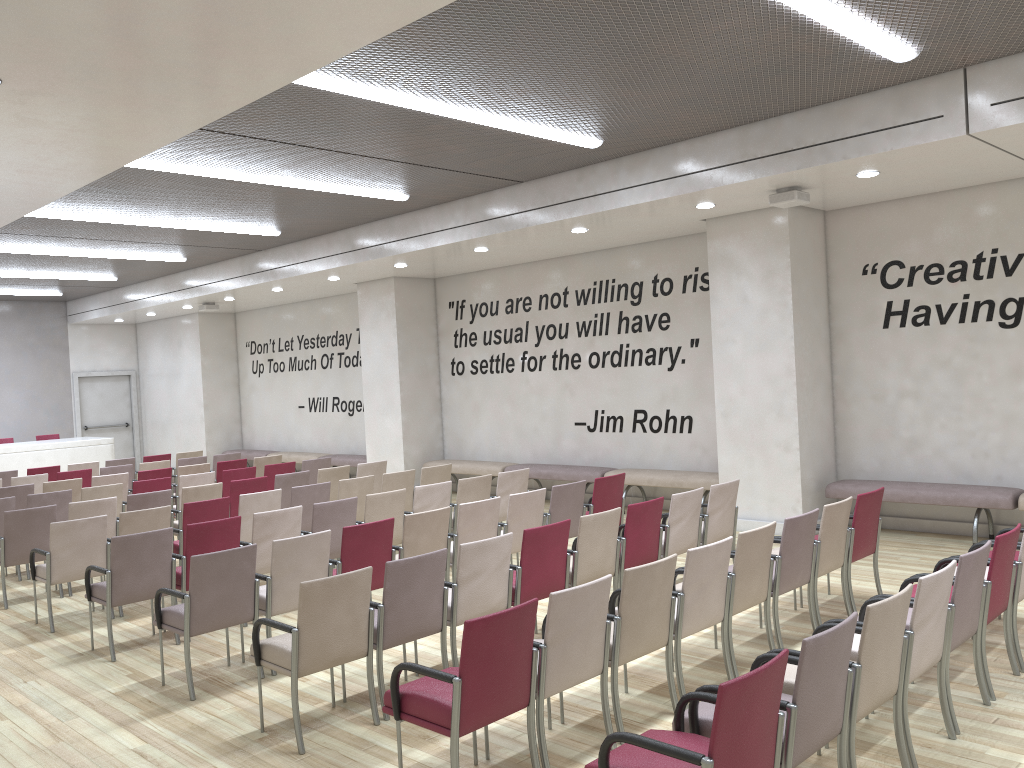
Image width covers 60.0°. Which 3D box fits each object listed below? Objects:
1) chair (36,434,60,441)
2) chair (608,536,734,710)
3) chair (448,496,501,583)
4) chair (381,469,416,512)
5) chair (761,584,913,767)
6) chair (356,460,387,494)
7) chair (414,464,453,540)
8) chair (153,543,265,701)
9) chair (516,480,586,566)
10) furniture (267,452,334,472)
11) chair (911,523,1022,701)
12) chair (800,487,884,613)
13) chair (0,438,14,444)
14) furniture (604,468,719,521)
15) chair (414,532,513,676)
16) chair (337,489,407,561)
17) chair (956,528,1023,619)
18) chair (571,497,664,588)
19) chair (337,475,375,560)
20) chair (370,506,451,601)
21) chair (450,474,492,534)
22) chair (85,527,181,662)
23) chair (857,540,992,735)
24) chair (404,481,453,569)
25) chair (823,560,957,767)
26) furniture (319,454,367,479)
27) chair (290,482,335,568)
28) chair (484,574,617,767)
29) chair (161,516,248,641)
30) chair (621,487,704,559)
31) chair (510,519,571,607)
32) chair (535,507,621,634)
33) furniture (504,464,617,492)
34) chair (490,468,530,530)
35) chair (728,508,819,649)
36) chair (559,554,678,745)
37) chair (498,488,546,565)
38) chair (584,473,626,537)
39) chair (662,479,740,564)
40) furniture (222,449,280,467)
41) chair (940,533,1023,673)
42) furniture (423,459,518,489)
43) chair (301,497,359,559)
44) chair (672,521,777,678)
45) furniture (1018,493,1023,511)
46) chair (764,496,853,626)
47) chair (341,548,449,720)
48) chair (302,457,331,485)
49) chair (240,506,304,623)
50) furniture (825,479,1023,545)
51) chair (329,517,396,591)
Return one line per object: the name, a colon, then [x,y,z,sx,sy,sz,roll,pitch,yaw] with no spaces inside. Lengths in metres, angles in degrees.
chair: [-9.254,1.473,17.915,0.640,0.890,0.513,-2,1,44]
chair: [0.939,1.341,5.192,0.513,0.890,0.640,-4,1,-44]
chair: [-0.432,1.383,7.327,0.513,0.890,0.640,-4,1,-45]
chair: [-1.404,1.399,9.820,0.640,0.890,0.513,-2,1,44]
chair: [1.414,1.334,3.938,0.513,0.890,0.640,-4,1,-44]
chair: [-1.894,1.407,11.083,0.640,0.890,0.513,-2,1,44]
chair: [-1.029,1.374,10.223,0.640,0.890,0.513,-2,1,44]
chair: [-1.982,1.488,5.760,0.640,0.890,0.513,-2,1,44]
chair: [0.334,1.332,8.101,0.513,0.890,0.640,-4,1,-45]
furniture: [-4.087,1.605,17.181,1.833,0.550,0.530,-2,1,45]
chair: [2.563,1.256,5.110,0.640,0.890,0.513,-2,1,44]
chair: [2.471,1.237,6.753,0.513,0.890,0.640,-4,1,-45]
chair: [-9.857,1.514,17.306,0.640,0.890,0.513,-2,1,44]
furniture: [2.004,1.368,11.141,1.833,0.550,0.530,-2,1,45]
chair: [-0.333,1.402,5.680,0.513,0.890,0.640,-4,1,-45]
chair: [-1.309,1.418,8.171,0.640,0.890,0.513,-2,1,45]
chair: [3.355,1.203,5.888,0.640,0.890,0.513,-2,1,44]
chair: [0.824,1.324,6.841,0.640,0.890,0.513,-2,1,44]
chair: [-1.797,1.426,9.444,0.640,0.890,0.513,-2,1,44]
chair: [-0.817,1.410,6.922,0.640,0.890,0.513,-2,1,44]
chair: [-0.538,1.366,8.965,0.513,0.890,0.640,-4,1,-45]
chair: [-2.850,1.522,6.625,0.513,0.890,0.640,-4,1,-45]
chair: [2.178,1.282,4.716,0.640,0.890,0.513,-2,1,45]
chair: [-0.917,1.391,8.581,0.513,0.890,0.640,-4,1,-44]
chair: [1.800,1.308,4.328,0.513,0.890,0.640,-4,1,-45]
furniture: [-2.771,1.554,15.876,1.833,0.550,0.530,-2,1,45]
chair: [-2.176,1.451,9.046,0.513,0.890,0.640,-4,1,-45]
chair: [0.151,1.394,4.408,0.640,0.890,0.513,-2,1,45]
chair: [-2.466,1.496,7.015,0.640,0.890,0.513,-2,1,44]
chair: [1.213,1.297,7.236,0.640,0.890,0.513,-2,1,44]
chair: [0.058,1.375,6.064,0.513,0.890,0.640,-4,1,-44]
chair: [0.447,1.349,6.451,0.640,0.890,0.513,-2,1,45]
furniture: [0.688,1.419,12.447,1.833,0.550,0.530,-2,1,45]
chair: [-0.155,1.340,9.346,0.513,0.890,0.640,-4,1,-45]
chair: [1.708,1.289,5.970,0.513,0.890,0.640,-4,1,-45]
chair: [0.544,1.368,4.800,0.513,0.890,0.640,-4,1,-45]
chair: [-0.045,1.357,7.703,0.640,0.890,0.513,-2,1,45]
chair: [0.739,1.305,8.486,0.640,0.890,0.513,-2,1,45]
chair: [1.603,1.271,7.624,0.640,0.890,0.513,-2,1,44]
furniture: [-5.406,1.656,18.489,1.833,0.550,0.530,-2,1,45]
chair: [2.958,1.230,5.492,0.513,0.890,0.640,-4,1,-45]
furniture: [-0.632,1.470,13.755,1.833,0.550,0.530,-2,1,45]
chair: [-1.685,1.443,7.785,0.640,0.890,0.513,-2,1,45]
chair: [1.308,1.316,5.579,0.640,0.890,0.513,-2,1,44]
furniture: [5.473,1.233,7.702,1.833,0.550,0.530,-2,1,45]
chair: [2.088,1.263,6.374,0.640,0.890,0.513,-2,1,44]
chair: [-0.720,1.428,5.283,0.513,0.890,0.640,-4,1,-45]
chair: [-2.765,1.441,11.952,0.640,0.890,0.513,-2,1,44]
chair: [-2.079,1.470,7.413,0.640,0.890,0.513,-2,1,45]
furniture: [4.154,1.284,9.010,1.833,0.550,0.530,-2,1,45]
chair: [-1.198,1.436,6.528,0.640,0.890,0.513,-2,1,45]
